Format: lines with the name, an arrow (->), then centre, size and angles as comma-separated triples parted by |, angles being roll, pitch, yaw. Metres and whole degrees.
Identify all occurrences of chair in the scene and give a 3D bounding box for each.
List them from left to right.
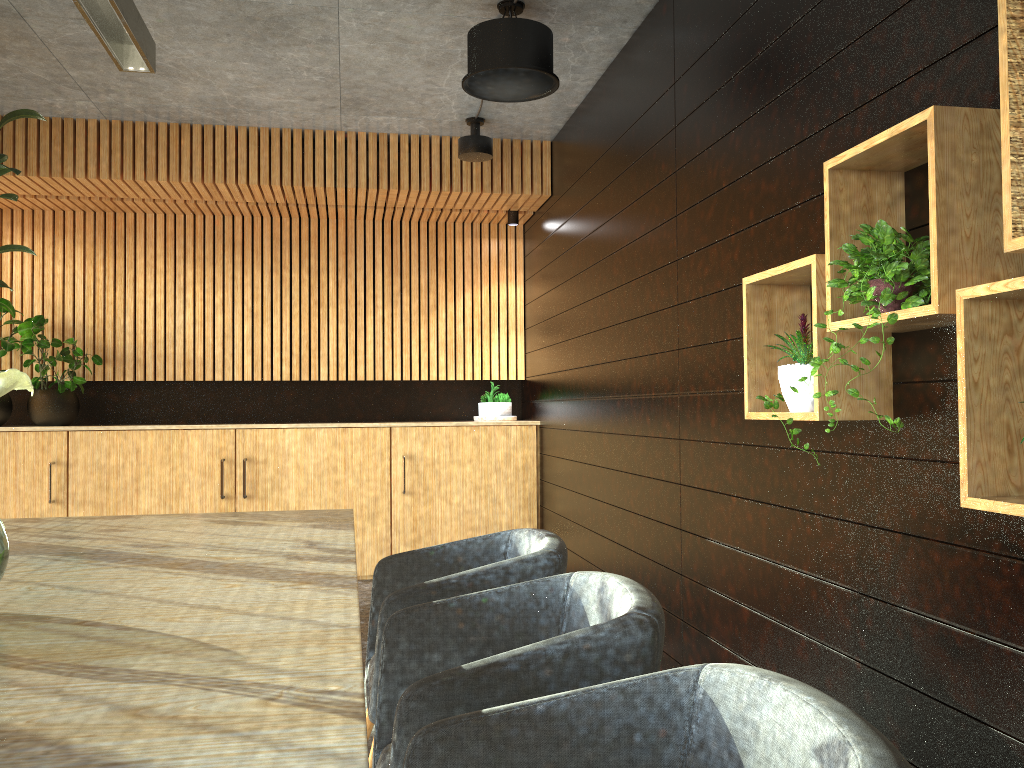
chair -> -0.190, 0.987, 3.013 | 0.761, 0.944, 0.706 | 0, -2, -11
chair -> -0.026, 0.960, 2.128 | 0.761, 0.944, 0.706 | 0, -2, -11
chair -> 0.138, 0.933, 1.245 | 0.761, 0.944, 0.706 | 0, -2, -11

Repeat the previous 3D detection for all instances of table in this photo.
table -> -1.248, 0.971, 1.901 | 1.816, 0.927, 3.932 | 0, -2, -11

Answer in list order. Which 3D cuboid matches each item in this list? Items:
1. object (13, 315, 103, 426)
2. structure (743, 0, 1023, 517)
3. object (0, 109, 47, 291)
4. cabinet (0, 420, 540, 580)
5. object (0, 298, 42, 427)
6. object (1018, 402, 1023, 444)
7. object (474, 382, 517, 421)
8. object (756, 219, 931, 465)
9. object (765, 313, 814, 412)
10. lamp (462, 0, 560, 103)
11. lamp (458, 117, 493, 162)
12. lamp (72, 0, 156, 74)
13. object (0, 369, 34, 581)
object -> -3.695, -0.103, 7.071 | 0.679, 0.880, 0.512 | 0, -2, -7
structure -> 1.122, -0.288, 2.044 | 0.242, 1.130, 2.172 | 0, -2, -11
object -> -3.776, -0.095, 4.714 | 1.958, 3.266, 1.875 | -1, -2, 28
cabinet -> -2.267, 0.969, 7.407 | 4.954, 1.272, 1.006 | 0, -2, -11
object -> -4.203, -0.188, 6.994 | 0.666, 1.054, 0.640 | -1, -2, 31
object -> 1.138, 0.085, 1.783 | 0.226, 0.318, 0.241 | 0, -2, -11
object -> -0.150, 0.156, 7.897 | 0.384, 0.347, 0.384 | -1, -2, 12
object -> 0.921, -0.106, 2.327 | 0.401, 0.633, 0.445 | 0, -2, -30
object -> 0.937, -0.069, 2.836 | 0.241, 0.318, 0.226 | 1, -2, -36
lamp -> -0.009, -1.776, 4.657 | 0.513, 0.497, 0.513 | -1, -2, 19
lamp -> -2.197, -1.800, 6.140 | 4.179, 0.294, 0.257 | 0, -2, -11
lamp -> -1.303, -1.755, 1.987 | 0.151, 0.618, 4.009 | 0, -2, -11
object -> -1.262, 0.236, 1.943 | 0.295, 0.546, 0.322 | 0, -2, -1
